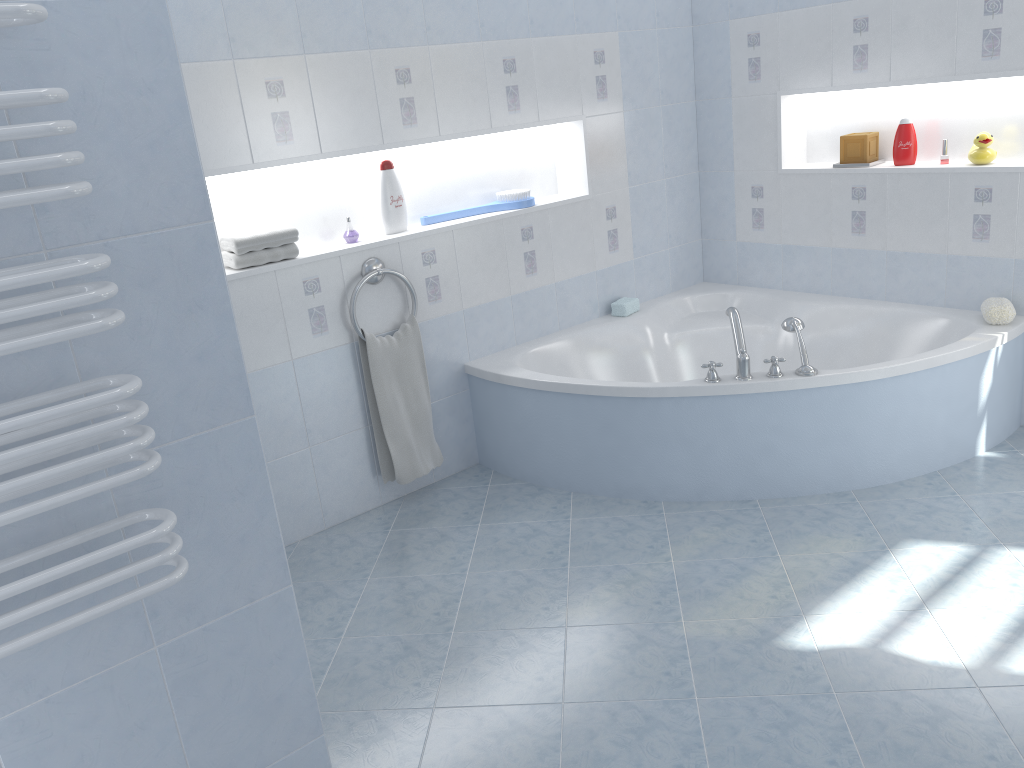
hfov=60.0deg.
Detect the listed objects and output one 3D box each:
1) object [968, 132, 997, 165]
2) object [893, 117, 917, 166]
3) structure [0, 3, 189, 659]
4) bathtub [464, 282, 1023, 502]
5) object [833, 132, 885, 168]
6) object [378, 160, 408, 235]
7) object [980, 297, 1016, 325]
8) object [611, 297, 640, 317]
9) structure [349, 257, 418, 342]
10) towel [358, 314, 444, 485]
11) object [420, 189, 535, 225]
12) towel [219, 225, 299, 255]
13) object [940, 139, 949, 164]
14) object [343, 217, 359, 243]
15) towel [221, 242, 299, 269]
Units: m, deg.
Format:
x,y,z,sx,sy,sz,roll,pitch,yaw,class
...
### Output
x,y,z,sx,sy,sz,roll,pitch,yaw,class
1.805,-0.906,3.404,0.095,0.122,0.132,-1,19,16,object
1.604,-0.988,3.617,0.092,0.190,0.044,2,20,25,object
-0.770,-0.071,1.114,0.524,0.950,0.138,-20,23,-36,structure
0.898,-0.046,3.547,1.578,0.670,1.596,-20,23,-36,bathtub
1.486,-1.003,3.794,0.160,0.130,0.160,11,25,43,object
-0.461,-0.715,3.387,0.063,0.276,0.134,8,23,38,object
1.838,-0.276,3.354,0.105,0.077,0.165,1,20,22,object
0.522,-0.356,4.085,0.081,0.059,0.128,7,23,36,object
-0.482,-0.304,3.285,0.291,0.332,0.051,-20,23,-36,structure
-0.412,0.064,3.386,0.280,0.634,0.101,-22,23,-38,towel
-0.153,-0.741,3.685,0.534,0.065,0.172,-15,20,-23,object
-0.873,-0.502,3.061,0.232,0.062,0.163,-19,22,-34,towel
1.724,-0.925,3.532,0.030,0.096,0.030,1,20,22,object
-0.599,-0.571,3.285,0.059,0.094,0.059,11,25,43,object
-0.875,-0.450,3.070,0.232,0.060,0.162,-19,22,-34,towel
